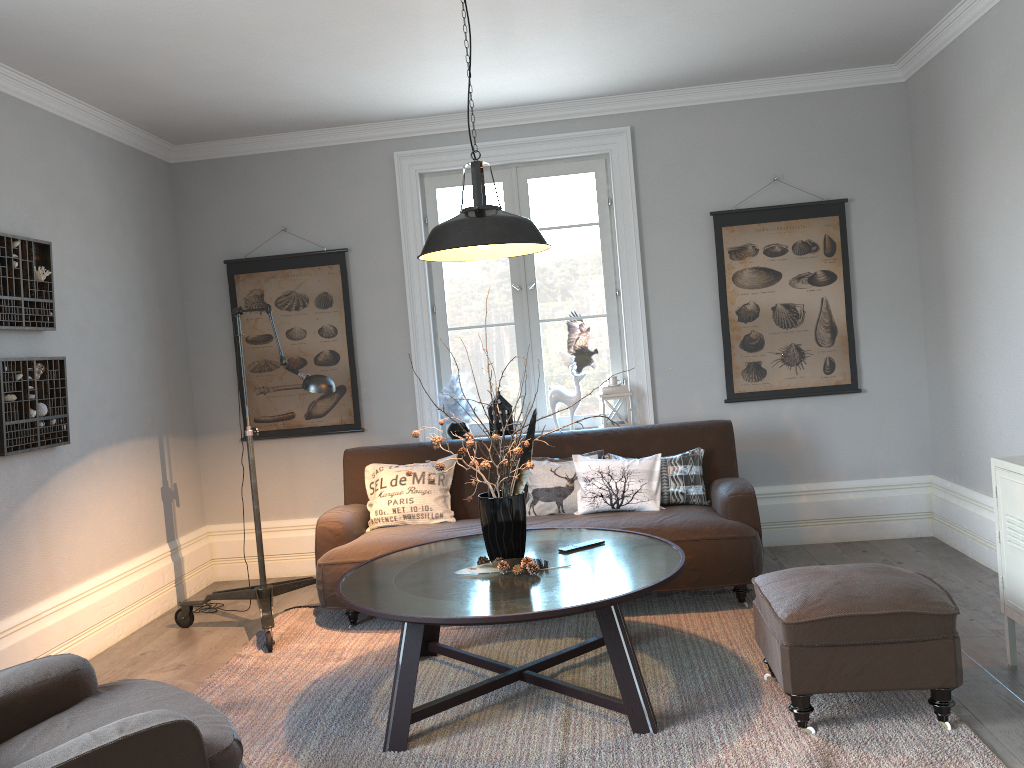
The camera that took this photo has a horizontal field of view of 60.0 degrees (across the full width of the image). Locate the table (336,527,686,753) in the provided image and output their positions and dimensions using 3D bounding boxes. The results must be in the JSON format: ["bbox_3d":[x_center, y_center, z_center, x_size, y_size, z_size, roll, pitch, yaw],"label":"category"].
[{"bbox_3d":[0.016,0.930,3.353,1.300,0.503,1.300,-5,2,-1],"label":"table"}]

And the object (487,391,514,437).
[{"bbox_3d":[-0.071,0.183,5.364,0.155,0.284,0.155,-5,2,-4],"label":"object"}]

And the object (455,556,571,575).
[{"bbox_3d":[0.000,0.658,3.253,0.404,0.067,0.153,-4,2,23],"label":"object"}]

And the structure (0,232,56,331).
[{"bbox_3d":[-2.179,-0.446,3.916,0.105,0.416,0.468,-5,2,5],"label":"structure"}]

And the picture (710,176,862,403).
[{"bbox_3d":[1.602,-0.570,5.224,0.793,1.313,0.057,-5,2,6],"label":"picture"}]

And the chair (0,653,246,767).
[{"bbox_3d":[-1.164,0.920,2.092,0.970,0.795,0.807,-7,3,-43],"label":"chair"}]

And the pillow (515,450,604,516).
[{"bbox_3d":[0.255,0.533,4.620,0.472,0.347,0.159,-5,2,3],"label":"pillow"}]

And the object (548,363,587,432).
[{"bbox_3d":[0.334,0.089,5.242,0.239,0.410,0.128,-5,2,2],"label":"object"}]

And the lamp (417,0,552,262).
[{"bbox_3d":[-0.149,-1.023,3.292,0.504,1.075,0.504,-6,2,-37],"label":"lamp"}]

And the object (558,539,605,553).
[{"bbox_3d":[0.279,0.645,3.542,0.207,0.011,0.051,-6,3,-34],"label":"object"}]

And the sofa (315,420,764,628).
[{"bbox_3d":[0.124,0.702,4.571,2.165,0.824,0.969,-5,2,6],"label":"sofa"}]

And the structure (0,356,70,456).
[{"bbox_3d":[-2.140,0.088,3.953,0.086,0.416,0.468,-5,2,6],"label":"structure"}]

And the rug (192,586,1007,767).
[{"bbox_3d":[0.065,1.120,3.392,2.818,0.090,2.400,-5,2,6],"label":"rug"}]

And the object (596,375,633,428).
[{"bbox_3d":[0.608,0.108,5.275,0.193,0.322,0.193,-5,2,-1],"label":"object"}]

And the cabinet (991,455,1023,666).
[{"bbox_3d":[1.893,0.654,2.645,0.408,0.757,1.152,-5,2,6],"label":"cabinet"}]

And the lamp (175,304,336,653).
[{"bbox_3d":[-1.386,0.424,4.737,1.863,1.644,0.797,-3,3,43],"label":"lamp"}]

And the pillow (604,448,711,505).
[{"bbox_3d":[0.748,0.494,4.609,0.542,0.288,0.183,-5,2,7],"label":"pillow"}]

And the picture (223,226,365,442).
[{"bbox_3d":[-1.361,-0.325,5.513,0.793,1.313,0.057,-5,2,6],"label":"picture"}]

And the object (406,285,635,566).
[{"bbox_3d":[0.048,0.147,3.255,0.853,1.066,0.525,-6,2,-24],"label":"object"}]

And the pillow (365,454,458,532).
[{"bbox_3d":[-0.543,0.585,4.737,0.519,0.368,0.240,-5,2,6],"label":"pillow"}]

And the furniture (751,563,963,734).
[{"bbox_3d":[1.143,0.861,2.989,0.583,0.439,0.574,-5,2,6],"label":"furniture"}]

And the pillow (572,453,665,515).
[{"bbox_3d":[0.537,0.503,4.517,0.471,0.309,0.188,-5,2,6],"label":"pillow"}]

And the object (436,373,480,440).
[{"bbox_3d":[-0.348,0.135,5.380,0.262,0.423,0.248,-3,2,41],"label":"object"}]
